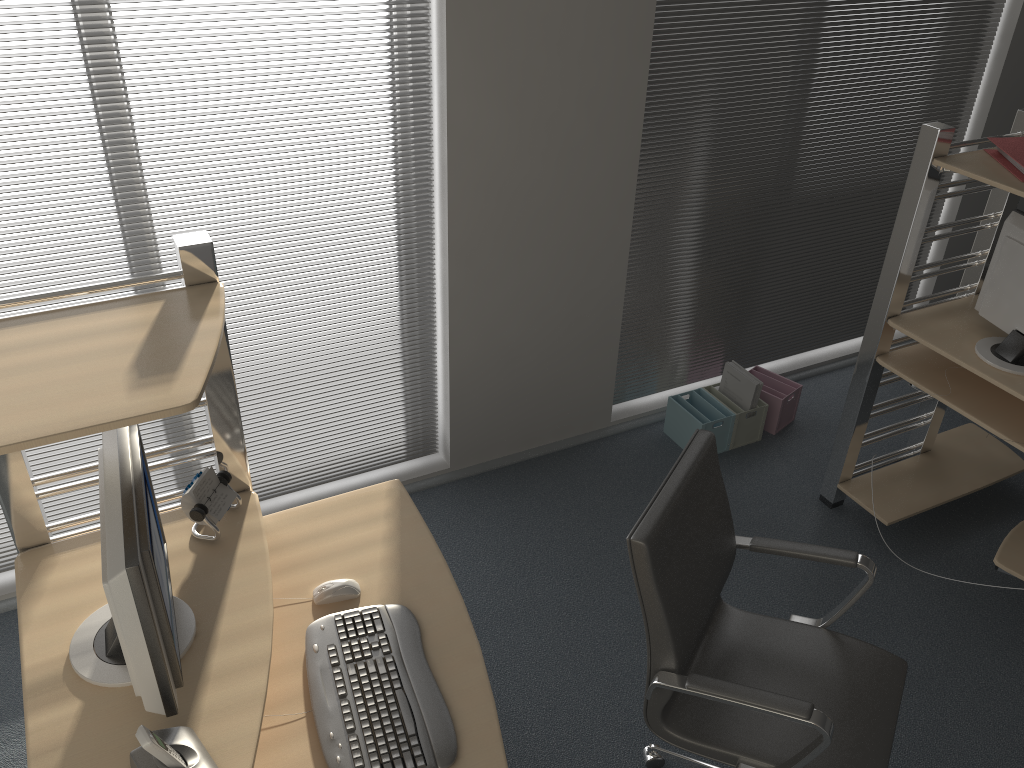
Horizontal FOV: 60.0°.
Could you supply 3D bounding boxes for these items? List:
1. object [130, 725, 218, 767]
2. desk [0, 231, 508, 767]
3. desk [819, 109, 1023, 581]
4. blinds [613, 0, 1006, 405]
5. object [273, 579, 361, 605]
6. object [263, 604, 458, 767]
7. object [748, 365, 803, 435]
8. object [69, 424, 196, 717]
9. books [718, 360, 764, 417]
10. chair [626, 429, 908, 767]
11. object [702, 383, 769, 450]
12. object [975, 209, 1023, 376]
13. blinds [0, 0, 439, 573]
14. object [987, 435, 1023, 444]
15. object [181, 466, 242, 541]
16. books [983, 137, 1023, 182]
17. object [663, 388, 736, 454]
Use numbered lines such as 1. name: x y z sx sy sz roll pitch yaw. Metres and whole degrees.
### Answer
1. object: -0.593 0.635 1.543 0.119 0.151 0.150 -24 41 -35
2. desk: -0.420 0.694 1.804 0.967 1.566 1.469 -14 36 -24
3. desk: 2.062 0.072 2.929 0.967 1.566 1.469 -14 36 -24
4. blinds: 1.346 -1.289 3.748 1.950 2.770 0.022 -14 36 -24
5. object: -0.735 0.562 2.103 0.742 0.088 0.168 -13 35 -22
6. object: -0.553 0.724 1.863 0.814 0.082 0.478 -9 34 -17
7. object: 1.190 0.077 4.165 0.245 0.202 0.185 29 41 36
8. object: -0.779 0.347 1.737 0.245 0.418 0.516 -5 33 -11
9. books: 1.018 0.078 4.022 0.068 0.306 0.220 -14 36 -24
10. chair: 0.634 0.751 2.257 0.652 1.048 0.584 17 35 23
11. object: 1.003 0.141 4.054 0.185 0.202 0.245 -14 36 -24
12. object: 1.681 -0.271 2.855 0.245 0.418 0.516 -1 32 -5
13. blinds: -1.141 -0.665 2.618 1.950 2.749 0.037 -14 36 -24
14. object: 1.932 0.124 2.953 0.814 0.082 0.478 -9 34 -17
15. object: -0.718 0.279 2.112 0.093 0.135 0.154 6 33 7
16. books: 1.686 -0.716 2.790 0.262 0.072 0.320 4 32 3
17. object: 0.838 0.182 3.980 0.185 0.202 0.245 -14 36 -24
